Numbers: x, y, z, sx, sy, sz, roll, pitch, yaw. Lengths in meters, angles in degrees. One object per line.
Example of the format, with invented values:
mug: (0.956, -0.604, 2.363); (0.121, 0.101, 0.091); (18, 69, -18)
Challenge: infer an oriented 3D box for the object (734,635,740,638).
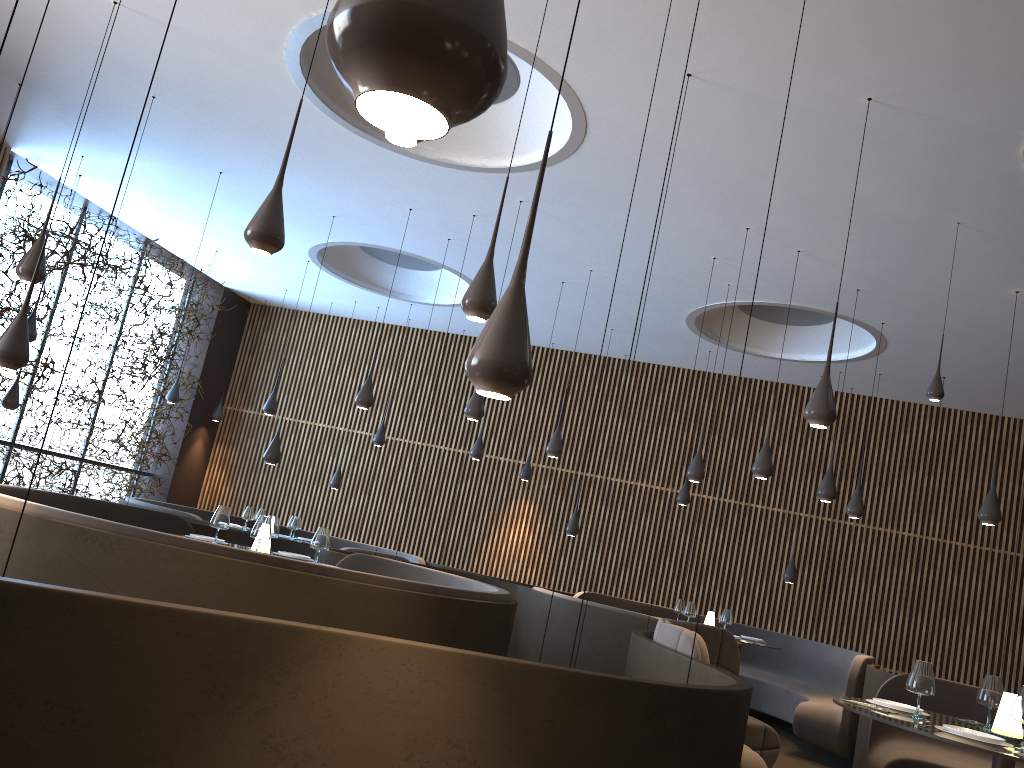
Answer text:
object: (2.405, 2.806, 9.886); (0.263, 0.029, 0.264); (11, -11, 5)

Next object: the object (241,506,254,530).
object: (-3.353, 1.701, 11.237); (0.142, 0.294, 0.142); (11, -10, 9)

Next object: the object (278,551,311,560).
object: (-1.745, 1.380, 7.108); (0.263, 0.029, 0.264); (10, -11, 10)

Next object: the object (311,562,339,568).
object: (-1.366, 1.335, 6.459); (0.263, 0.029, 0.264); (6, -12, 30)

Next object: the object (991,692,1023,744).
object: (2.537, 1.698, 4.525); (0.144, 0.231, 0.143); (14, -10, -11)

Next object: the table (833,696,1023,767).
table: (2.407, 2.301, 4.424); (1.680, 1.020, 1.672); (21, -13, -40)

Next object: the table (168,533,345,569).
table: (-1.992, 1.767, 6.536); (1.670, 1.020, 1.682); (7, -11, 25)

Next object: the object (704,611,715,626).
object: (2.324, 2.791, 10.419); (0.142, 0.231, 0.145); (11, -10, 6)

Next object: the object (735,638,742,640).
object: (2.403, 2.815, 9.885); (0.331, 0.014, 0.333); (1, -15, 46)

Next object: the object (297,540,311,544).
object: (-2.625, 1.997, 11.188); (0.127, 0.017, 0.262); (17, -12, -24)

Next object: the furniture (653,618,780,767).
furniture: (1.345, 2.210, 5.995); (0.930, 1.056, 2.545); (8, -11, 20)

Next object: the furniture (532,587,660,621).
furniture: (0.849, 2.854, 9.449); (0.904, 1.043, 2.532); (19, -12, -33)

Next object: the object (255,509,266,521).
object: (-3.366, 1.817, 11.850); (0.142, 0.294, 0.142); (10, -10, 15)

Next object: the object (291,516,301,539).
object: (-2.908, 1.926, 11.906); (0.142, 0.294, 0.142); (18, -11, -31)

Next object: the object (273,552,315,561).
object: (-1.747, 1.389, 7.106); (0.331, 0.014, 0.333); (5, -13, 32)

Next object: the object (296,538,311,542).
object: (-2.723, 2.086, 11.795); (0.332, 0.014, 0.333); (12, -11, 0)

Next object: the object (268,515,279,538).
object: (-1.928, 1.196, 7.043); (0.142, 0.294, 0.142); (5, -12, 36)

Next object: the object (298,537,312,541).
object: (-2.721, 2.076, 11.797); (0.263, 0.029, 0.264); (11, -11, 3)

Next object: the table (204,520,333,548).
table: (-3.270, 2.447, 11.474); (1.677, 1.020, 1.675); (17, -11, -24)

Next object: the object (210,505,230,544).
object: (-2.204, 1.066, 6.677); (0.142, 0.294, 0.142); (15, -10, -18)

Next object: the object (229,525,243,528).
object: (-3.599, 1.800, 11.290); (0.331, 0.014, 0.333); (10, -11, 12)

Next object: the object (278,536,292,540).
object: (-2.895, 1.911, 11.080); (0.332, 0.014, 0.333); (12, -11, 1)

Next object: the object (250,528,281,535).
object: (-3.347, 2.003, 12.054); (0.412, 0.012, 0.204); (19, -13, -33)

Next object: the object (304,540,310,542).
object: (-2.721, 2.087, 11.791); (0.205, 0.012, 0.411); (17, -12, -23)

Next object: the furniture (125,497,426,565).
furniture: (-3.035, 2.379, 11.350); (3.886, 1.043, 3.804); (14, -11, -8)

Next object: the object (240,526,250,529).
object: (-3.613, 1.927, 11.921); (0.127, 0.017, 0.262); (18, -12, -28)

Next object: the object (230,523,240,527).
object: (-3.597, 1.791, 11.292); (0.264, 0.029, 0.263); (21, -14, -38)

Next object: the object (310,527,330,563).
object: (-1.450, 1.229, 6.684); (0.142, 0.294, 0.142); (15, -10, -14)

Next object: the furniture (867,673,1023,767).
furniture: (3.603, 2.598, 5.305); (1.979, 1.043, 3.955); (10, -11, 12)

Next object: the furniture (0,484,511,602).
furniture: (-2.008, 1.687, 6.500); (3.884, 1.113, 3.802); (14, -11, -10)

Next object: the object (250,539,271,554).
object: (-1.862, 1.163, 6.637); (0.142, 0.231, 0.145); (6, -11, 30)

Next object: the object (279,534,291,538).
object: (-2.893, 1.901, 11.081); (0.263, 0.029, 0.264); (8, -11, 20)

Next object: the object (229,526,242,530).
object: (-3.490, 1.777, 11.009); (0.262, 0.017, 0.126); (17, -12, -23)

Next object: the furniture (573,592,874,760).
furniture: (2.697, 3.493, 10.910); (3.932, 1.043, 1.990); (1, -15, 46)

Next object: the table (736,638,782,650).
table: (2.194, 3.395, 10.318); (1.671, 1.020, 1.680); (11, -10, 5)

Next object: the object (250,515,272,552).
object: (-1.769, 1.074, 6.235); (0.142, 0.294, 0.142); (16, -10, -23)

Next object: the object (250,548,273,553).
object: (-2.011, 1.368, 7.251); (0.126, 0.017, 0.263); (7, -12, 26)

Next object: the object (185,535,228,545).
object: (-2.357, 1.209, 6.851); (0.331, 0.014, 0.334); (8, -12, 23)

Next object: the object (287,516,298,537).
object: (-2.806, 1.835, 11.321); (0.142, 0.294, 0.142); (11, -10, 8)

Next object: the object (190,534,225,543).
object: (-2.355, 1.200, 6.853); (0.263, 0.029, 0.264); (16, -11, -18)
